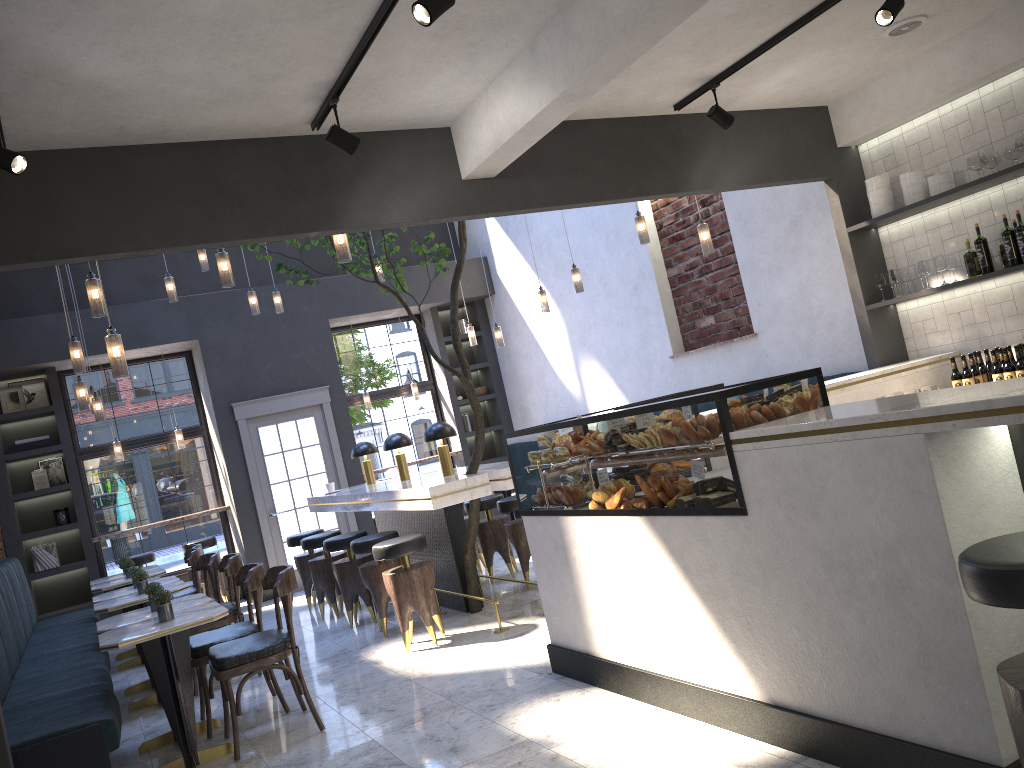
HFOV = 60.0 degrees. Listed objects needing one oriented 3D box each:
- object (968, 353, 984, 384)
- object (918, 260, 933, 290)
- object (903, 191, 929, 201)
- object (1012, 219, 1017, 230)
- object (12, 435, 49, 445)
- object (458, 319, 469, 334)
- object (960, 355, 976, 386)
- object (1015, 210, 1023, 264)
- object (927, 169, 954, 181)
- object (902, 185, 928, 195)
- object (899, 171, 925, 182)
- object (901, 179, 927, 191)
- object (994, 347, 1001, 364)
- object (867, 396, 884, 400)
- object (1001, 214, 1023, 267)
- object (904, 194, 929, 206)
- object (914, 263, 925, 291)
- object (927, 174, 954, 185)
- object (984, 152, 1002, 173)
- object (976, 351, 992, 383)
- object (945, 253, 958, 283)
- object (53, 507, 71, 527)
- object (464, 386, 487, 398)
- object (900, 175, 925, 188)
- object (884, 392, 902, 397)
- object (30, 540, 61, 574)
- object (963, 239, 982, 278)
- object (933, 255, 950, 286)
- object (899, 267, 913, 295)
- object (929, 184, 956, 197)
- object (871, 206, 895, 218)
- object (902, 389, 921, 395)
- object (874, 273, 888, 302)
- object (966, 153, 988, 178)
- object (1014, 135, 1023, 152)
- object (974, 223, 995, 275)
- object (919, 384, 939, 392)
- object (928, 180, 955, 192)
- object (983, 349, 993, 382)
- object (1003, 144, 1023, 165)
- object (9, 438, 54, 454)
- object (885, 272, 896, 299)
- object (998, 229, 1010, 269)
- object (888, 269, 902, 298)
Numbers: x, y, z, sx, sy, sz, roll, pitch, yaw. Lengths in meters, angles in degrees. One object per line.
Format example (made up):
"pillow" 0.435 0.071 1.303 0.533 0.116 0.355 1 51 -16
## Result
"object" 2.882 -0.055 5.513 0.069 0.279 0.069 -14 -2 25
"object" 2.668 -0.704 5.720 0.070 0.188 0.070 -12 -2 -36
"object" 2.641 -1.221 5.788 0.152 0.074 0.154 -12 -2 -24
"object" 3.032 -0.846 5.300 0.065 0.280 0.065 -13 -2 16
"object" -5.155 0.612 9.501 0.327 0.039 0.227 -11 -3 -37
"object" -0.668 -0.756 11.920 0.213 0.215 0.213 -12 -2 -17
"object" 2.818 -0.042 5.478 0.069 0.279 0.069 -14 -2 40
"object" 2.989 -0.860 5.180 0.072 0.319 0.072 -11 -2 -43
"object" 2.711 -1.308 5.614 0.153 0.075 0.154 -14 -2 31
"object" 2.636 -1.250 5.788 0.153 0.062 0.153 -13 -2 3
"object" 2.613 -1.345 5.785 0.154 0.076 0.153 -13 -2 -6
"object" 2.627 -1.282 5.787 0.153 0.075 0.154 -14 -2 31
"object" 3.047 -0.093 5.513 0.069 0.279 0.070 -13 -2 -5
"object" 2.185 0.156 5.290 0.114 0.147 0.114 -12 -2 -22
"object" 2.952 -0.849 5.255 0.072 0.319 0.072 -11 -2 -43
"object" 2.646 -1.186 5.788 0.153 0.055 0.153 -14 -2 25
"object" 2.712 -0.708 5.875 0.070 0.188 0.070 -12 -2 -36
"object" 2.720 -1.276 5.615 0.153 0.062 0.153 -13 -2 3
"object" 2.892 -1.309 5.338 0.114 0.147 0.114 -12 -2 -22
"object" 2.948 -0.069 5.546 0.069 0.279 0.069 -12 -2 -20
"object" 2.815 -0.740 5.665 0.070 0.188 0.070 -12 -2 -13
"object" -4.830 1.428 9.523 0.152 0.181 0.152 -13 -2 11
"object" -0.481 0.119 11.873 0.304 0.123 0.305 -13 -2 -6
"object" 2.619 -1.310 5.786 0.153 0.060 0.153 -11 -3 -44
"object" 2.317 0.128 5.358 0.114 0.147 0.114 -12 -2 -22
"object" -4.961 1.817 9.421 0.249 0.323 0.241 -12 -2 -27
"object" 3.051 -0.868 5.031 0.082 0.294 1.101 -12 -2 -26
"object" 2.719 -0.720 5.615 0.070 0.188 0.070 -12 -2 -13
"object" 2.661 -0.693 5.980 0.070 0.188 0.070 -12 -2 -36
"object" 2.731 -1.211 5.615 0.153 0.055 0.153 -14 -2 25
"object" 2.496 -1.145 5.955 0.153 0.055 0.153 -14 -2 25
"object" 2.374 0.111 5.241 0.114 0.147 0.114 -12 -2 -22
"object" 2.514 -0.657 6.036 0.070 0.188 0.070 -12 -2 -36
"object" 2.777 -1.285 5.279 0.114 0.147 0.114 -12 -2 -22
"object" 2.909 -1.326 5.010 0.114 0.147 0.114 -12 -2 -22
"object" 2.873 -0.825 5.416 0.072 0.319 0.072 -11 -2 -43
"object" 2.506 0.083 5.309 0.114 0.147 0.114 -12 -2 -22
"object" 2.726 -1.247 5.614 0.152 0.074 0.154 -12 -2 -24
"object" 3.014 -0.083 5.580 0.069 0.279 0.069 -14 -2 40
"object" 2.958 -1.329 5.204 0.114 0.147 0.114 -12 -2 -22
"object" -5.132 0.669 9.491 0.412 0.084 0.287 -12 -2 -27
"object" 2.610 -0.677 6.086 0.070 0.188 0.070 -12 -2 -36
"object" 2.993 -0.818 5.363 0.082 0.246 0.082 -13 -2 0
"object" 2.565 -0.673 5.931 0.070 0.188 0.070 -12 -2 -36
